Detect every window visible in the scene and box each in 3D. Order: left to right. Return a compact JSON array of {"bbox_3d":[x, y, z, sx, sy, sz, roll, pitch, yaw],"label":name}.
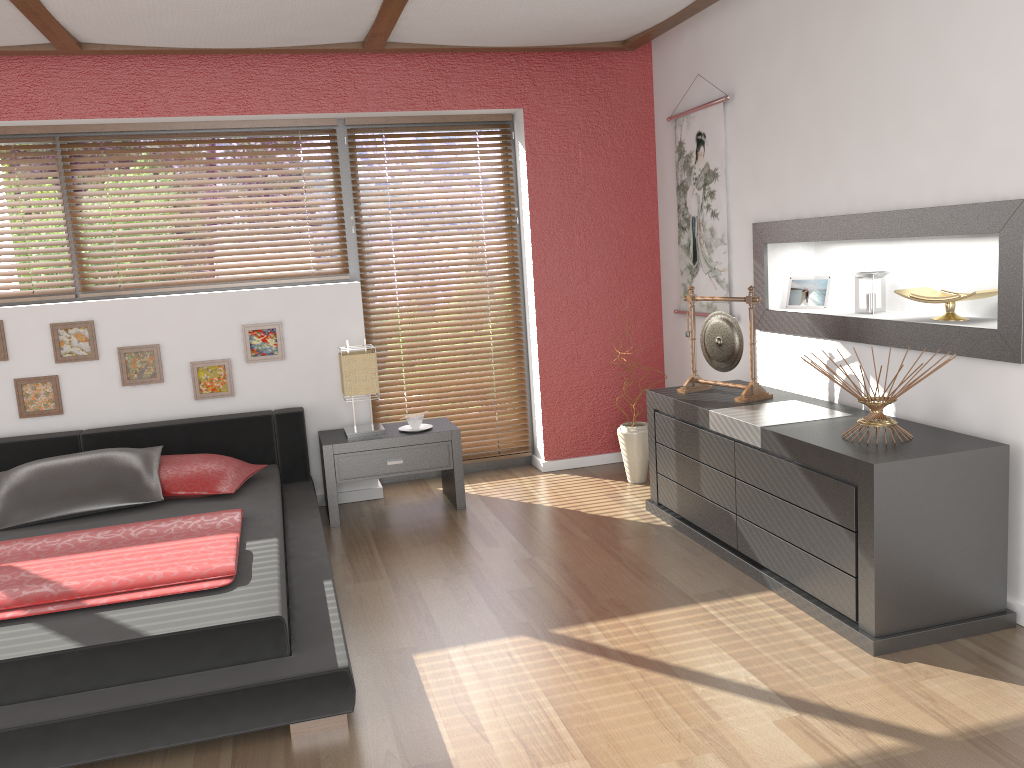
[{"bbox_3d":[-2.331,-0.888,4.683,2.817,0.786,0.020,-6,9,-14],"label":"window"},{"bbox_3d":[-0.419,-0.548,5.250,0.889,1.893,0.020,-6,9,-14],"label":"window"}]

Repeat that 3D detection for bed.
[{"bbox_3d":[-1.954,0.669,3.320,2.469,0.577,2.413,-6,9,-14],"label":"bed"}]

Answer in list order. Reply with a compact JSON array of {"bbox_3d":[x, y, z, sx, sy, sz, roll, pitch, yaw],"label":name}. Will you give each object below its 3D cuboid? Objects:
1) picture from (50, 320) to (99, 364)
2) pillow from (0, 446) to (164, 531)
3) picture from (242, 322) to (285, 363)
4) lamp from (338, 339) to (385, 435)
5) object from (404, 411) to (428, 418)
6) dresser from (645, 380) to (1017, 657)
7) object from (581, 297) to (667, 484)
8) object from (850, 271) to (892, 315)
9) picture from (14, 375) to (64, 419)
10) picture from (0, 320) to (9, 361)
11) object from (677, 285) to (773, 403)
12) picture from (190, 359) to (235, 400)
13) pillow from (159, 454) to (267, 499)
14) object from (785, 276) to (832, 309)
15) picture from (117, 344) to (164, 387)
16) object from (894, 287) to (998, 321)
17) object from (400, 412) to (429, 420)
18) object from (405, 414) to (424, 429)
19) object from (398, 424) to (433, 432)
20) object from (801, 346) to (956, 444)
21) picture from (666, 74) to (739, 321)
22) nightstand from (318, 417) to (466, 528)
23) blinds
[{"bbox_3d":[-2.191,-0.211,4.441,0.200,0.200,0.010,-6,9,-14],"label":"picture"},{"bbox_3d":[-1.927,0.437,3.902,0.744,0.241,0.386,-7,9,-19],"label":"pillow"},{"bbox_3d":[-1.311,-0.219,4.680,0.200,0.200,0.010,-6,9,-14],"label":"picture"},{"bbox_3d":[-0.794,0.005,4.637,0.200,0.480,0.200,-6,9,-14],"label":"lamp"},{"bbox_3d":[-0.507,0.162,4.642,0.007,0.007,0.192,3,11,39],"label":"object"},{"bbox_3d":[1.133,0.408,3.604,0.540,0.608,1.740,-6,9,-14],"label":"dresser"},{"bbox_3d":[0.610,0.038,4.857,0.422,1.035,0.364,-11,11,-39],"label":"object"},{"bbox_3d":[1.497,-0.380,3.696,0.159,0.171,0.159,2,10,34],"label":"object"},{"bbox_3d":[-2.364,0.064,4.430,0.200,0.200,0.010,-6,9,-14],"label":"picture"},{"bbox_3d":[-2.586,-0.205,4.333,0.200,0.200,0.010,-6,9,-14],"label":"picture"},{"bbox_3d":[0.945,-0.195,3.994,0.173,0.498,0.490,-9,10,-29],"label":"object"},{"bbox_3d":[-1.566,-0.024,4.636,0.200,0.200,0.010,-6,9,-14],"label":"picture"},{"bbox_3d":[-1.576,0.430,4.143,0.745,0.172,0.418,-3,9,4],"label":"pillow"},{"bbox_3d":[1.359,-0.420,4.076,0.041,0.146,0.226,-10,10,-34],"label":"object"},{"bbox_3d":[-1.899,-0.096,4.536,0.200,0.200,0.010,-6,9,-14],"label":"picture"},{"bbox_3d":[1.605,-0.291,3.248,0.181,0.116,0.350,-8,9,-24],"label":"object"},{"bbox_3d":[-0.509,0.165,4.619,0.007,0.007,0.192,5,12,44],"label":"object"},{"bbox_3d":[-0.507,0.200,4.641,0.099,0.069,0.099,-2,9,10],"label":"object"},{"bbox_3d":[-0.505,0.232,4.646,0.179,0.012,0.179,-2,9,10],"label":"object"},{"bbox_3d":[1.238,0.042,3.010,0.481,0.282,0.481,4,11,41],"label":"object"},{"bbox_3d":[1.002,-0.989,4.719,0.028,1.270,0.701,-6,9,-14],"label":"picture"},{"bbox_3d":[-0.640,0.454,4.696,0.700,0.423,0.413,-6,9,-14],"label":"nightstand"},{"bbox_3d":[-2.279,-0.308,4.702,4.840,1.952,0.032,-6,9,-14],"label":"blinds"}]
